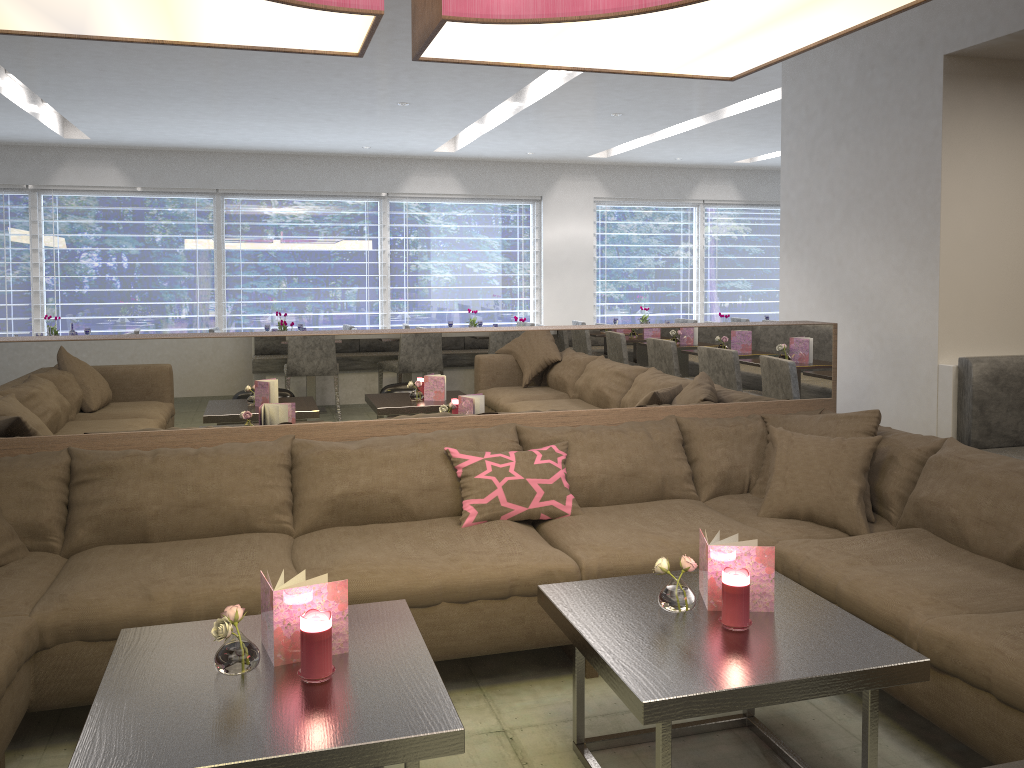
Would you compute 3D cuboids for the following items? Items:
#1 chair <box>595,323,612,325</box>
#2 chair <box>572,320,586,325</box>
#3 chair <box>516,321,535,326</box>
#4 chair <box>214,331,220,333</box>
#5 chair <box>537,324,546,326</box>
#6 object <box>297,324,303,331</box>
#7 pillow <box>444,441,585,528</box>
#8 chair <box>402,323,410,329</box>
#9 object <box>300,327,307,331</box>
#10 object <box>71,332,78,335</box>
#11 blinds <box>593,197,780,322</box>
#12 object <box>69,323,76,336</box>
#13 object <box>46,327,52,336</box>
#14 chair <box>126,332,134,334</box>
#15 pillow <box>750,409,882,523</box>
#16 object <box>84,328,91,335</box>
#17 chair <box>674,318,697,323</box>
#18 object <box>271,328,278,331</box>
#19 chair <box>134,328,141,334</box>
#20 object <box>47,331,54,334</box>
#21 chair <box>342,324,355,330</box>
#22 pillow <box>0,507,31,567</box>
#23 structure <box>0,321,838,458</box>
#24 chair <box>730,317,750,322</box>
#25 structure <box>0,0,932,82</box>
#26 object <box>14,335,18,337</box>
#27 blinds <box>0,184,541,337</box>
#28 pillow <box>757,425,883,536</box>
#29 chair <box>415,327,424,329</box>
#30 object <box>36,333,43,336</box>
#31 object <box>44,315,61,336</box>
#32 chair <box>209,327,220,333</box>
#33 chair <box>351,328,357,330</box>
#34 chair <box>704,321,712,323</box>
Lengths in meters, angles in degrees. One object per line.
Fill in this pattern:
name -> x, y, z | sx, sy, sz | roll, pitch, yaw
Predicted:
chair -> 1.078, -0.186, 8.266 | 0.492, 0.759, 0.479 | -2, 4, -21
chair -> 0.877, -0.246, 8.756 | 0.492, 0.759, 0.479 | -1, 4, -11
chair -> -0.074, -0.211, 8.491 | 0.492, 0.759, 0.479 | -2, 4, -21
chair -> -2.193, -0.059, 7.326 | 0.492, 0.759, 0.479 | -2, 4, -21
chair -> 0.069, -0.146, 7.966 | 0.492, 0.759, 0.479 | -1, 4, -11
object -> -1.940, -0.482, 8.110 | 0.053, 0.138, 0.053 | 1, 4, 26
pillow -> 0.013, 0.339, 3.021 | 0.464, 0.251, 0.181 | -2, 5, -20
chair -> -0.767, -0.182, 8.284 | 0.492, 0.759, 0.479 | -1, 4, -11
object -> -1.780, -0.413, 7.555 | 0.053, 0.138, 0.053 | 1, 4, 26
object -> -3.496, -0.347, 7.062 | 0.053, 0.138, 0.053 | 2, 4, 32
blinds -> 2.705, -1.257, 10.948 | 3.651, 2.035, 0.045 | -2, 3, -16
object -> -3.634, -0.406, 7.306 | 0.052, 0.200, 0.052 | 2, 4, 38
object -> -3.524, -0.335, 6.734 | 0.052, 0.200, 0.052 | 2, 4, 38
chair -> -3.283, -0.015, 7.002 | 0.492, 0.759, 0.479 | -1, 4, -11
pillow -> 1.100, 0.276, 3.207 | 0.528, 0.392, 0.292 | 5, 7, 43
object -> -3.656, -0.415, 7.617 | 0.053, 0.138, 0.053 | 2, 4, 32
chair -> 1.570, -0.274, 8.964 | 0.492, 0.759, 0.479 | -2, 4, -21
object -> -1.998, -0.399, 7.443 | 0.053, 0.138, 0.053 | 2, 4, 32
chair -> -3.426, -0.080, 7.528 | 0.492, 0.759, 0.479 | -2, 4, -21
object -> -3.936, -0.404, 7.536 | 0.053, 0.138, 0.053 | 2, 4, 32
chair -> -1.701, -0.147, 8.024 | 0.492, 0.759, 0.479 | -2, 4, -21
pillow -> -1.614, 0.389, 2.431 | 0.297, 0.355, 0.505 | 1, 6, 16
structure -> -0.444, 0.298, 3.400 | 3.774, 1.004, 0.225 | -2, 3, -16
chair -> 2.587, -0.313, 9.248 | 0.492, 0.759, 0.479 | -1, 4, -11
structure -> -0.056, -1.180, 1.586 | 2.443, 0.615, 2.460 | -2, 7, -16
object -> -3.259, -0.222, 5.813 | 0.052, 0.200, 0.052 | 1, 3, 26
blinds -> -3.080, -1.032, 9.286 | 7.099, 2.035, 0.045 | -2, 3, -16
pillow -> 1.042, 0.330, 3.006 | 0.381, 0.321, 0.236 | 3, 5, 29
chair -> -0.566, -0.122, 7.794 | 0.492, 0.759, 0.479 | -2, 4, -21
object -> -3.714, -0.332, 6.950 | 0.053, 0.138, 0.053 | 2, 4, 32
object -> -3.714, -0.425, 7.147 | 0.104, 0.275, 0.155 | -1, 4, -19
chair -> -2.394, -0.119, 7.816 | 0.492, 0.759, 0.479 | -1, 4, -11
chair -> -1.558, -0.082, 7.498 | 0.492, 0.759, 0.479 | -1, 4, -11
chair -> 1.713, -0.210, 8.438 | 0.492, 0.759, 0.479 | -1, 4, -11
